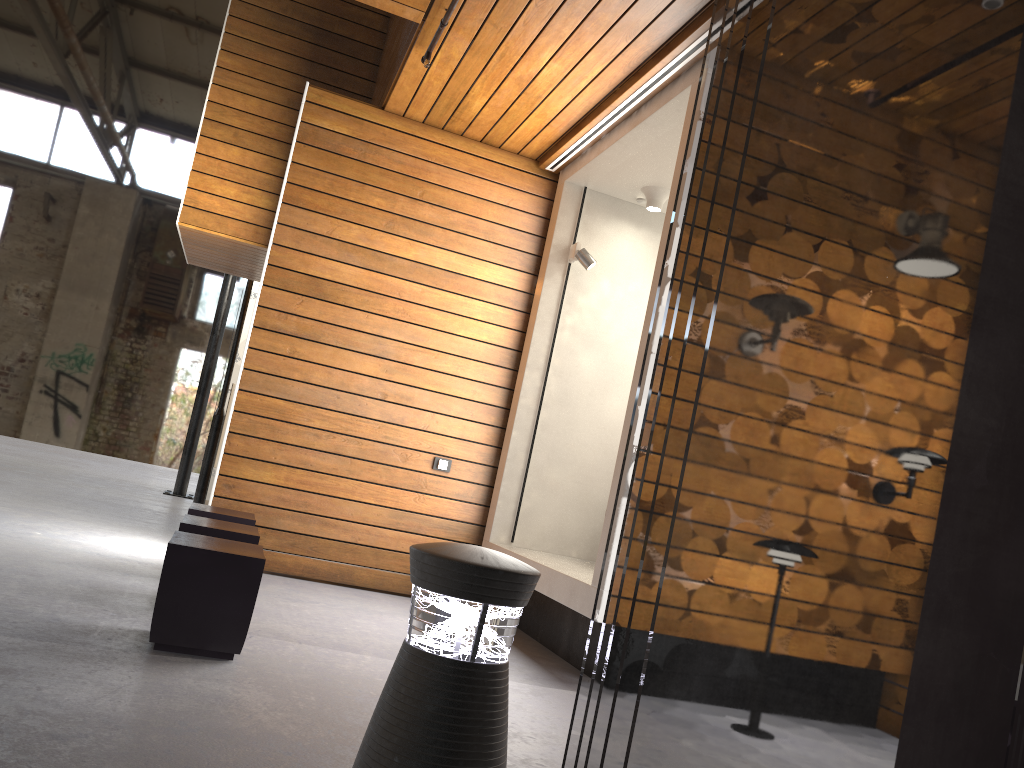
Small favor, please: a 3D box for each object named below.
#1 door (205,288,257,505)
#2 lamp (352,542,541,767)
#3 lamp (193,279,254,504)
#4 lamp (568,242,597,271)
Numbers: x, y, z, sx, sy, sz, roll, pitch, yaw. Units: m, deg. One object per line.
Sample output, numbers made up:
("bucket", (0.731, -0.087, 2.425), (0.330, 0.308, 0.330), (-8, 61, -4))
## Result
("door", (-2.685, 0.257, 9.704), (0.146, 2.296, 1.295), (9, -5, 36))
("lamp", (-0.139, 0.667, 1.768), (0.349, 0.694, 0.349), (13, -5, -11))
("lamp", (-2.774, -0.122, 8.698), (0.628, 2.937, 0.634), (10, -5, 24))
("lamp", (0.448, -0.837, 5.806), (0.248, 0.187, 0.130), (7, -7, 42))
